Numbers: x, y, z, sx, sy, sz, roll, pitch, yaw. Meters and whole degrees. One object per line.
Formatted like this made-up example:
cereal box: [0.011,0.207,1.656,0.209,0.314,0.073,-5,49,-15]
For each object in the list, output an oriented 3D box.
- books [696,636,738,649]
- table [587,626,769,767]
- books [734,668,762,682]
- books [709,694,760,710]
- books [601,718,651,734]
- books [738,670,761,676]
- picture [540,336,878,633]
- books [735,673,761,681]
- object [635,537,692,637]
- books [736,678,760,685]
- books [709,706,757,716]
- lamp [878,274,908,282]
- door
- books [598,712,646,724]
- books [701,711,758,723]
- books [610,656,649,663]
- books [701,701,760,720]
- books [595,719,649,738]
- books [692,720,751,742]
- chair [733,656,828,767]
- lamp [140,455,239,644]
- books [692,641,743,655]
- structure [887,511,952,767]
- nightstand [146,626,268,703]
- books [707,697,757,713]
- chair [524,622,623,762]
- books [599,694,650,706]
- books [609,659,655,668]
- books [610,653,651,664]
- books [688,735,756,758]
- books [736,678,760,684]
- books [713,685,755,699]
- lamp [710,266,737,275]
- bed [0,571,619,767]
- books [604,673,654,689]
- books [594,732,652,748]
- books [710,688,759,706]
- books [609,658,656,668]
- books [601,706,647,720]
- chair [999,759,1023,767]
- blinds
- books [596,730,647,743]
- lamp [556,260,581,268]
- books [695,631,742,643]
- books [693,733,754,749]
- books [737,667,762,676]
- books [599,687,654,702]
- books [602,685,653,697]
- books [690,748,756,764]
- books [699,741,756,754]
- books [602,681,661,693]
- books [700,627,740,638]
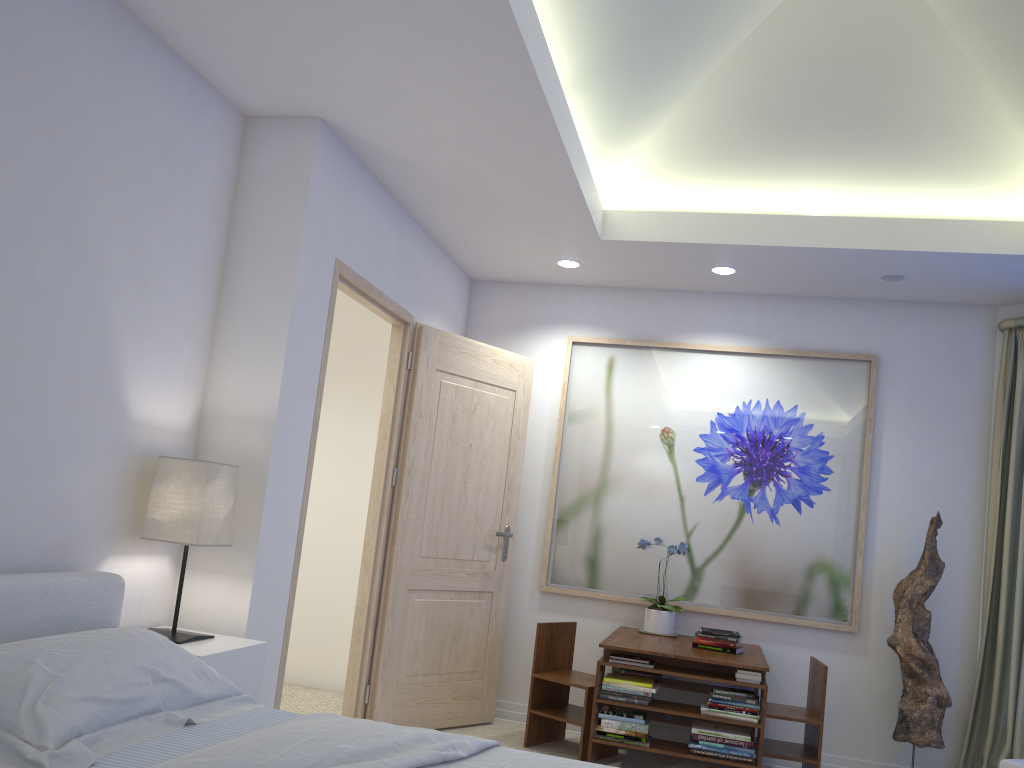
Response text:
books: [0.990,1.240,4.268,0.190,0.031,0.133,4,-9,19]
table: [0.817,1.570,4.301,0.739,0.596,0.907,5,-8,14]
books: [1.042,1.284,3.912,0.111,0.022,0.154,4,-9,14]
books: [0.983,1.407,3.923,0.217,0.016,0.138,4,-9,14]
books: [0.513,1.526,3.987,0.208,0.035,0.145,4,-9,14]
books: [1.045,1.266,3.908,0.100,0.012,0.141,4,-9,14]
picture: [1.054,0.505,4.848,1.678,1.452,0.030,5,-6,14]
books: [1.042,1.284,3.913,0.108,0.020,0.152,4,-9,14]
object: [0.785,1.071,4.707,0.305,0.501,0.217,5,-6,14]
books: [1.039,1.301,3.905,0.103,0.013,0.144,4,-9,14]
books: [0.976,1.433,3.915,0.205,0.011,0.149,4,-9,14]
lamp: [1.877,-0.517,4.365,0.137,0.014,0.138,9,-9,-14]
door: [-0.537,0.669,4.244,0.360,2.044,1.796,3,-8,31]
books: [0.500,1.500,3.997,0.205,0.018,0.120,4,-9,14]
books: [0.968,1.460,3.922,0.239,0.017,0.174,4,-9,19]
books: [0.540,1.251,4.042,0.174,0.008,0.112,4,-9,14]
books: [0.966,1.446,3.929,0.249,0.015,0.181,4,-9,14]
books: [0.498,1.552,3.988,0.233,0.022,0.142,4,-9,14]
books: [0.925,1.536,3.922,0.249,0.022,0.181,4,-9,14]
chair: [1.263,1.601,4.199,0.340,0.607,0.342,6,-7,9]
lamp: [-1.075,0.542,2.925,0.210,0.579,0.211,5,-6,14]
books: [0.994,1.269,4.272,0.212,0.027,0.155,2,-10,29]
structure: [1.994,1.311,4.334,0.305,1.386,0.265,5,-6,15]
nightstand: [-1.345,0.934,1.798,0.400,0.596,2.569,5,-9,14]
books: [0.972,1.420,3.920,0.209,0.015,0.147,4,-9,14]
chair: [0.329,1.532,4.452,0.340,0.607,0.342,1,-8,39]
books: [0.515,1.420,4.018,0.217,0.020,0.158,4,-9,14]
books: [0.549,1.263,4.032,0.201,0.014,0.137,4,-9,14]
books: [0.540,1.251,4.042,0.177,0.009,0.114,4,-9,14]
books: [0.926,1.599,3.908,0.284,0.018,0.183,4,-9,14]
books: [1.039,1.301,3.906,0.101,0.012,0.141,4,-9,14]
books: [0.982,1.366,3.928,0.177,0.017,0.114,4,-9,14]
lamp: [1.089,-0.577,4.558,0.137,0.014,0.138,9,-9,-14]
bed: [-0.550,0.900,1.687,2.017,0.810,1.983,5,-9,13]
books: [0.534,1.349,4.030,0.217,0.018,0.158,4,-9,14]
books: [0.503,1.592,3.992,0.242,0.019,0.170,4,-9,14]
books: [0.987,1.387,3.925,0.205,0.026,0.125,4,-9,19]
books: [0.549,1.263,4.032,0.201,0.015,0.141,4,-9,14]
books: [0.507,1.484,3.995,0.198,0.017,0.115,4,-9,14]
chair: [2.200,1.466,2.948,0.689,0.702,0.809,9,-8,-21]
blinds: [2.386,0.844,4.248,0.296,2.361,0.643,11,-7,-34]
books: [0.499,1.573,3.992,0.217,0.021,0.158,4,-9,14]
lamp: [0.302,-0.638,4.750,0.137,0.014,0.138,9,-9,-14]
books: [0.997,1.217,4.269,0.205,0.020,0.125,3,-9,24]
books: [0.933,1.562,3.917,0.256,0.033,0.157,4,-9,14]
books: [1.046,1.266,3.908,0.103,0.013,0.144,4,-9,14]
books: [0.521,1.401,4.017,0.234,0.019,0.144,4,-9,14]
books: [0.528,1.384,4.025,0.222,0.020,0.155,4,-9,14]
books: [0.930,1.623,3.918,0.276,0.032,0.194,4,-9,14]
books: [0.952,1.585,3.902,0.234,0.018,0.170,4,-9,19]
books: [0.547,1.368,4.032,0.239,0.019,0.174,4,-9,19]
books: [1.001,1.198,4.269,0.180,0.018,0.126,5,-9,9]
